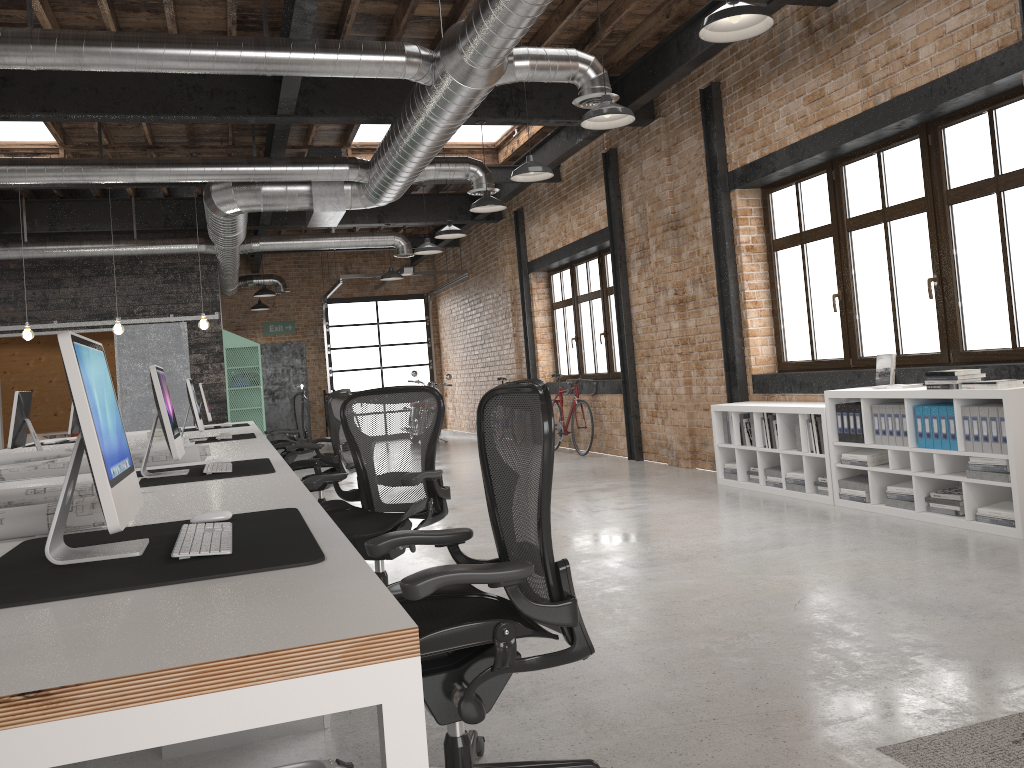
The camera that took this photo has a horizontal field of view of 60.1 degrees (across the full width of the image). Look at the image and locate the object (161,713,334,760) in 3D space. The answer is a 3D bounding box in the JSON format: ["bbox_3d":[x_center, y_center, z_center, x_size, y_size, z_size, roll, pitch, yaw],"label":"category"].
[{"bbox_3d":[-0.874,0.916,2.930,0.542,0.456,0.220,-4,-2,-18],"label":"object"}]

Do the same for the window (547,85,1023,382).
[{"bbox_3d":[1.884,-0.914,9.139,0.147,1.693,8.617,-4,0,-18],"label":"window"}]

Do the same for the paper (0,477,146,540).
[{"bbox_3d":[-1.681,0.400,2.757,0.976,0.106,1.073,-5,1,-20],"label":"paper"}]

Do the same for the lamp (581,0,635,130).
[{"bbox_3d":[0.599,-2.155,5.863,0.362,0.858,0.361,-5,-2,0],"label":"lamp"}]

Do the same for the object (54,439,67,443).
[{"bbox_3d":[-4.581,0.577,8.911,0.119,0.017,0.438,-5,1,-18],"label":"object"}]

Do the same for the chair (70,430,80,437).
[{"bbox_3d":[-6.565,1.075,13.686,0.619,0.779,0.579,-4,-1,-23],"label":"chair"}]

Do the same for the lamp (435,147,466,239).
[{"bbox_3d":[-0.752,-2.355,10.084,0.362,1.365,0.361,-4,-2,-10],"label":"lamp"}]

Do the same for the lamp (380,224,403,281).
[{"bbox_3d":[-1.902,-2.055,13.778,0.362,0.858,0.361,-3,-2,-40],"label":"lamp"}]

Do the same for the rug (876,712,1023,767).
[{"bbox_3d":[2.741,0.869,1.411,2.732,0.004,2.990,-5,1,-18],"label":"rug"}]

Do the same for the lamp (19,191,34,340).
[{"bbox_3d":[-5.414,-1.321,9.822,0.123,1.681,0.123,-4,-2,-20],"label":"lamp"}]

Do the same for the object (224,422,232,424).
[{"bbox_3d":[-3.176,0.444,9.877,0.106,0.028,0.059,-5,0,-19],"label":"object"}]

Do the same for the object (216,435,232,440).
[{"bbox_3d":[-2.252,0.414,6.929,0.119,0.017,0.438,-5,1,-18],"label":"object"}]

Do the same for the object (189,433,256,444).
[{"bbox_3d":[-2.366,0.436,6.930,0.688,0.008,0.846,-5,1,-18],"label":"object"}]

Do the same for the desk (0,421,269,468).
[{"bbox_3d":[-3.504,0.902,8.148,2.314,0.771,5.100,-5,1,-18],"label":"desk"}]

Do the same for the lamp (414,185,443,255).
[{"bbox_3d":[-1.094,-2.087,11.221,0.362,0.858,0.361,-5,-2,0],"label":"lamp"}]

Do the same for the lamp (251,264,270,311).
[{"bbox_3d":[-4.893,-2.097,17.050,0.362,1.341,0.361,-3,-3,-40],"label":"lamp"}]

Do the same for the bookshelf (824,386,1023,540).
[{"bbox_3d":[2.639,0.423,5.515,0.400,0.801,1.541,-4,0,-18],"label":"bookshelf"}]

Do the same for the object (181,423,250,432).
[{"bbox_3d":[-3.198,0.470,9.564,0.688,0.008,0.846,-5,1,-19],"label":"object"}]

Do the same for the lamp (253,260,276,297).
[{"bbox_3d":[-4.150,-2.127,14.699,0.362,1.341,0.361,-3,-3,-40],"label":"lamp"}]

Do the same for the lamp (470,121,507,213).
[{"bbox_3d":[-0.265,-2.121,8.598,0.362,0.858,0.361,-5,-2,5],"label":"lamp"}]

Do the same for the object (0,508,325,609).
[{"bbox_3d":[-0.809,0.374,2.001,0.688,0.008,0.846,-5,1,-18],"label":"object"}]

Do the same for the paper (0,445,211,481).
[{"bbox_3d":[-2.132,0.412,4.526,1.135,0.083,0.082,-5,-1,-23],"label":"paper"}]

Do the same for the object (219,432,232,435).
[{"bbox_3d":[-2.344,0.411,7.243,0.106,0.028,0.059,-5,0,-19],"label":"object"}]

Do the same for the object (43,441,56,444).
[{"bbox_3d":[-4.490,0.567,8.597,0.106,0.028,0.059,-5,0,-16],"label":"object"}]

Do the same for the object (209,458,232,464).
[{"bbox_3d":[-1.413,0.374,4.297,0.106,0.028,0.059,-5,0,-19],"label":"object"}]

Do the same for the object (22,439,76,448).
[{"bbox_3d":[-4.473,0.581,8.923,0.688,0.008,0.846,-5,1,-19],"label":"object"}]

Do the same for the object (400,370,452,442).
[{"bbox_3d":[-1.570,0.422,16.111,0.814,1.362,2.171,-4,0,-30],"label":"object"}]

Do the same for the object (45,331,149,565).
[{"bbox_3d":[-0.940,0.138,1.990,0.190,0.486,0.482,-4,-1,-18],"label":"object"}]

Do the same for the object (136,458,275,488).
[{"bbox_3d":[-1.430,0.399,3.968,0.688,0.008,0.846,-5,1,-17],"label":"object"}]

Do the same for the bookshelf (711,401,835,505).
[{"bbox_3d":[2.171,0.500,6.991,0.400,0.685,1.541,-4,0,-18],"label":"bookshelf"}]

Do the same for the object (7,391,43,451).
[{"bbox_3d":[-3.639,0.297,6.614,0.190,0.486,0.482,-4,-1,-18],"label":"object"}]

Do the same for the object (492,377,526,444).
[{"bbox_3d":[-0.074,0.410,14.020,0.402,1.041,1.733,-4,0,-23],"label":"object"}]

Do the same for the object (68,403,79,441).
[{"bbox_3d":[-4.381,0.326,8.963,0.190,0.486,0.482,-4,-1,-18],"label":"object"}]

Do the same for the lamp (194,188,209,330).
[{"bbox_3d":[-3.665,-1.470,10.382,0.123,1.681,0.123,-4,-2,-20],"label":"lamp"}]

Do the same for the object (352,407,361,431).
[{"bbox_3d":[-2.996,0.710,16.582,0.410,1.035,1.731,-4,0,-11],"label":"object"}]

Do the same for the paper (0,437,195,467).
[{"bbox_3d":[-2.786,0.450,5.775,1.072,0.106,0.977,-4,1,37],"label":"paper"}]

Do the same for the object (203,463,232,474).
[{"bbox_3d":[-1.321,0.377,3.983,0.119,0.017,0.438,-5,1,-18],"label":"object"}]

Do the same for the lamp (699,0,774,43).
[{"bbox_3d":[1.048,-2.427,4.386,0.362,1.365,0.361,-5,-2,0],"label":"lamp"}]

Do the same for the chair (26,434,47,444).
[{"bbox_3d":[-7.237,1.132,13.471,0.619,0.779,0.579,-4,-1,-23],"label":"chair"}]

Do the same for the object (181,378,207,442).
[{"bbox_3d":[-2.490,0.200,6.894,0.190,0.486,0.482,-4,-1,-18],"label":"object"}]

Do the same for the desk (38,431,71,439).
[{"bbox_3d":[-6.899,1.113,14.591,2.001,0.732,0.996,-5,0,-17],"label":"desk"}]

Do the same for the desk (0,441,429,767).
[{"bbox_3d":[-1.964,0.840,3.276,2.314,0.771,5.100,-5,1,-18],"label":"desk"}]

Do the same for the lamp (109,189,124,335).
[{"bbox_3d":[-4.540,-1.396,10.102,0.123,1.681,0.123,-4,-2,-20],"label":"lamp"}]

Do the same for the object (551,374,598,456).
[{"bbox_3d":[0.702,0.379,11.560,0.402,1.041,1.733,-4,0,-23],"label":"object"}]

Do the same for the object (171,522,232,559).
[{"bbox_3d":[-0.702,0.352,2.024,0.119,0.017,0.438,-5,1,-18],"label":"object"}]

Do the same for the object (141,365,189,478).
[{"bbox_3d":[-1.559,0.163,3.949,0.190,0.486,0.482,-4,-1,-18],"label":"object"}]

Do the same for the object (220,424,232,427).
[{"bbox_3d":[-3.084,0.447,9.563,0.119,0.017,0.438,-5,1,-18],"label":"object"}]

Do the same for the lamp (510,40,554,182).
[{"bbox_3d":[0.112,-2.389,7.349,0.362,1.365,0.361,-3,-3,-45],"label":"lamp"}]

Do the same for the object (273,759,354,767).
[{"bbox_3d":[-0.319,0.884,1.384,0.251,0.466,0.337,-4,-1,-18],"label":"object"}]

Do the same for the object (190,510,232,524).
[{"bbox_3d":[-0.794,0.349,2.339,0.106,0.028,0.059,-5,0,-16],"label":"object"}]

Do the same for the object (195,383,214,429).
[{"bbox_3d":[-3.322,0.233,9.528,0.190,0.486,0.482,-4,-1,-18],"label":"object"}]

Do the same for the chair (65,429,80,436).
[{"bbox_3d":[-7.595,1.136,15.430,0.619,0.779,0.579,-4,-1,-23],"label":"chair"}]
